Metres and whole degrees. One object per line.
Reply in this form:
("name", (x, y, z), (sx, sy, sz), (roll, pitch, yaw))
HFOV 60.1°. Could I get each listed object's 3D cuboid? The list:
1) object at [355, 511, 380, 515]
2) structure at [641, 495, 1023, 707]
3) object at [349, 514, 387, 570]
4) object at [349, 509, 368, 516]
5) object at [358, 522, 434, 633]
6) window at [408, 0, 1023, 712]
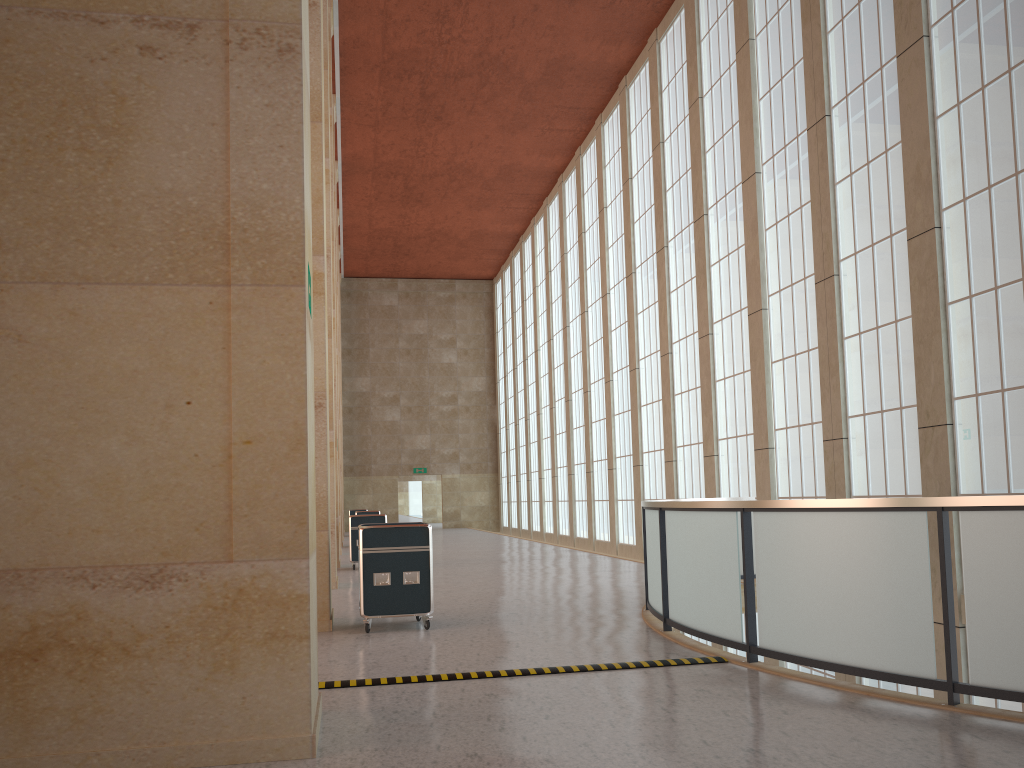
("object", (-6.315, 6.331, 38.772), (1.055, 1.535, 1.280), (-1, -5, -11))
("structure", (4.765, 2.275, 10.940), (5.245, 1.786, 13.154), (1, -8, -21))
("object", (-4.142, 4.531, 25.476), (1.055, 1.535, 1.280), (-1, -5, -11))
("object", (-8.951, 8.079, 51.572), (1.055, 1.535, 1.280), (-1, -5, -11))
("object", (-1.763, 2.874, 13.313), (1.055, 1.535, 1.280), (-1, -5, -11))
("window", (-3.466, 8.763, 76.025), (0.010, 28.499, 165.883), (-1, -7, -11))
